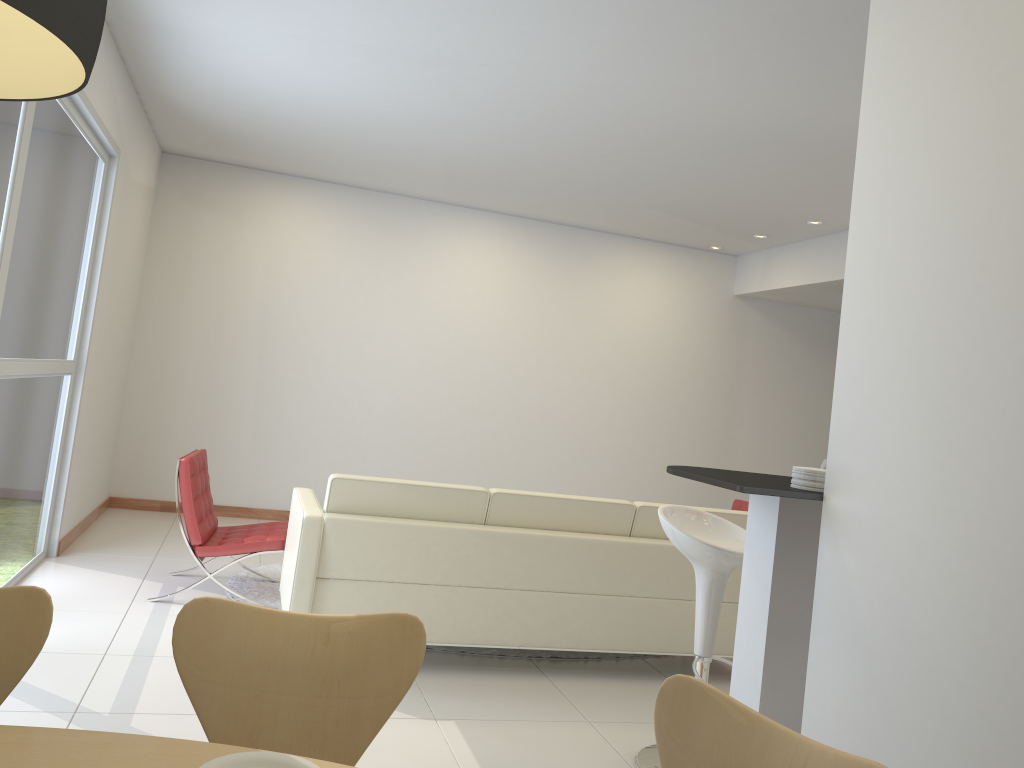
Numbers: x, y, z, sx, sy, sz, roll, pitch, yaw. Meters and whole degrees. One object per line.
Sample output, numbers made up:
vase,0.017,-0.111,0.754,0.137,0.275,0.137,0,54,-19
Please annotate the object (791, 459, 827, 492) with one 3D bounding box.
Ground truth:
object,0.967,0.285,2.784,0.173,0.098,0.140,8,-2,-23

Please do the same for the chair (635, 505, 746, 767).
chair,0.764,1.035,3.547,0.455,1.025,0.465,9,-4,-30

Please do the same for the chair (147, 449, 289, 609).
chair,-1.722,0.858,5.405,0.705,0.820,0.699,8,-3,-11

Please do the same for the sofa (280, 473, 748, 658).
sofa,0.095,1.013,4.840,2.559,0.926,1.000,7,-2,-16

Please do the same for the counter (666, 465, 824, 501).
counter,1.970,0.474,3.285,2.958,0.019,0.735,7,-1,-16

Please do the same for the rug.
rug,-0.199,1.461,5.961,3.321,0.005,2.441,7,-1,-15

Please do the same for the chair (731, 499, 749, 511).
chair,1.573,1.277,6.428,0.704,0.820,0.699,8,-3,-21

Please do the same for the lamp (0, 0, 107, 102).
lamp,-0.677,-1.145,0.995,0.593,1.500,0.593,8,-4,-14

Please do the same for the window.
window,-2.378,-0.196,4.204,0.121,2.724,3.430,8,-2,-16

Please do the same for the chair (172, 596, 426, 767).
chair,-0.458,0.917,1.638,0.521,0.910,0.514,7,-3,-9

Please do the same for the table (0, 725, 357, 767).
table,-0.912,0.937,0.836,2.257,0.732,1.278,7,-2,-15

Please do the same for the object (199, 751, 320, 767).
object,-0.398,0.633,1.401,0.210,0.015,0.209,7,-1,10

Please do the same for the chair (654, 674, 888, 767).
chair,0.228,0.998,1.381,0.513,0.910,0.521,9,-4,-32

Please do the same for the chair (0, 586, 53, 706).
chair,-1.149,0.830,1.470,0.520,0.910,0.515,8,-4,-16
